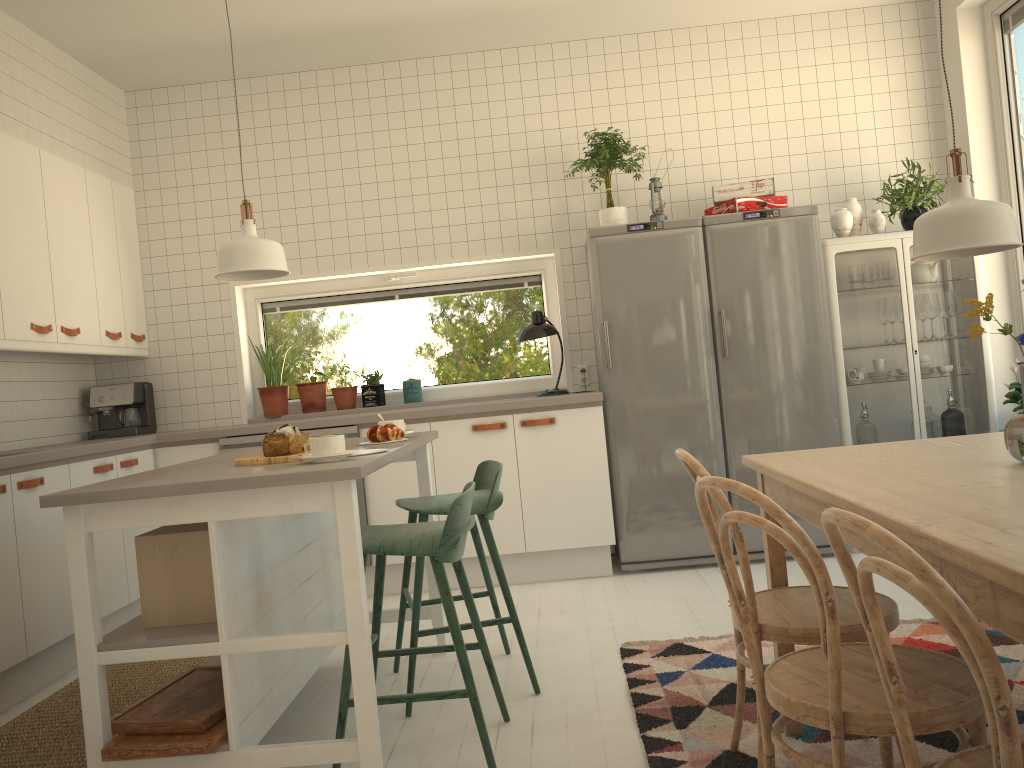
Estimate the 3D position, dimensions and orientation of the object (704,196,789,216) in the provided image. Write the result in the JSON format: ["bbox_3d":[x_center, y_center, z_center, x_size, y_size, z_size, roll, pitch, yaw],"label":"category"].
[{"bbox_3d":[1.228,-0.911,4.663,0.309,0.082,0.312,-6,0,-18],"label":"object"}]

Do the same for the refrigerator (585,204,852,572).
[{"bbox_3d":[1.051,0.041,4.679,1.146,1.778,0.559,-6,0,3],"label":"refrigerator"}]

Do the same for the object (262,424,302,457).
[{"bbox_3d":[-0.670,0.163,2.578,0.086,0.087,0.090,-6,0,10],"label":"object"}]

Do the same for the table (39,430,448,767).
[{"bbox_3d":[-0.681,0.659,2.847,0.794,0.864,1.424,-6,0,3],"label":"table"}]

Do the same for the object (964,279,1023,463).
[{"bbox_3d":[1.082,-0.030,1.846,0.145,0.388,0.206,-5,0,-35],"label":"object"}]

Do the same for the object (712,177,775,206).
[{"bbox_3d":[1.218,-0.993,4.667,0.312,0.082,0.308,-5,0,15],"label":"object"}]

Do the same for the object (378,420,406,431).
[{"bbox_3d":[-0.435,0.163,3.206,0.094,0.060,0.098,-6,0,0],"label":"object"}]

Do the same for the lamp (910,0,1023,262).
[{"bbox_3d":[0.958,-1.092,2.026,0.230,1.596,0.229,-5,0,-42],"label":"lamp"}]

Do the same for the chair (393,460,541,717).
[{"bbox_3d":[-0.207,0.666,3.087,0.446,0.752,0.485,-6,0,-12],"label":"chair"}]

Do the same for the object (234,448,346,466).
[{"bbox_3d":[-0.658,0.214,2.645,0.237,0.019,0.306,-5,0,19],"label":"object"}]

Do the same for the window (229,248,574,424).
[{"bbox_3d":[-0.630,-0.266,5.164,1.898,0.816,0.293,-6,0,3],"label":"window"}]

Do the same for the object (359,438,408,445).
[{"bbox_3d":[-0.437,0.197,3.025,0.167,0.005,0.167,-6,0,-2],"label":"object"}]

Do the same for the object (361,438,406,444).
[{"bbox_3d":[-0.438,0.195,3.029,0.122,0.005,0.120,-5,0,21],"label":"object"}]

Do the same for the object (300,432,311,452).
[{"bbox_3d":[-0.643,0.174,2.657,0.083,0.057,0.072,-6,0,9],"label":"object"}]

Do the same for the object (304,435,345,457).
[{"bbox_3d":[-0.501,0.171,2.401,0.098,0.064,0.094,-6,0,-39],"label":"object"}]

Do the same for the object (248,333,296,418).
[{"bbox_3d":[-1.372,-0.058,5.128,0.300,0.499,0.333,-6,0,-14],"label":"object"}]

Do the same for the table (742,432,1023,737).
[{"bbox_3d":[1.092,0.541,1.603,0.894,0.749,1.797,-6,0,3],"label":"table"}]

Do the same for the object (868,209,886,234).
[{"bbox_3d":[1.859,-0.823,4.518,0.082,0.126,0.082,-5,0,-25],"label":"object"}]

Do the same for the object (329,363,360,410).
[{"bbox_3d":[-0.953,0.014,5.100,0.194,0.277,0.176,-5,0,-30],"label":"object"}]

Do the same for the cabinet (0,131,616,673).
[{"bbox_3d":[-1.089,-0.121,2.623,2.853,2.160,4.844,-6,0,3],"label":"cabinet"}]

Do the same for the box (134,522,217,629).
[{"bbox_3d":[-0.851,0.508,2.493,0.237,0.242,0.357,-6,0,3],"label":"box"}]

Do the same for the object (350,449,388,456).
[{"bbox_3d":[-0.441,0.200,2.564,0.167,0.005,0.167,-6,0,-2],"label":"object"}]

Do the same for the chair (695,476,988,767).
[{"bbox_3d":[0.624,0.547,1.651,0.483,0.811,0.385,-6,0,-15],"label":"chair"}]

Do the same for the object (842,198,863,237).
[{"bbox_3d":[1.760,-0.854,4.586,0.102,0.206,0.102,-5,0,-13],"label":"object"}]

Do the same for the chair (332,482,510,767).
[{"bbox_3d":[-0.271,0.675,2.472,0.446,0.752,0.485,-6,0,2],"label":"chair"}]

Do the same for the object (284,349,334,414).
[{"bbox_3d":[-1.158,-0.016,5.133,0.258,0.370,0.234,-6,0,15],"label":"object"}]

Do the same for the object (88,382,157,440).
[{"bbox_3d":[-2.197,0.148,4.917,0.316,0.292,0.279,-6,0,4],"label":"object"}]

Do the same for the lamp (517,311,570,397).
[{"bbox_3d":[0.157,-0.167,4.820,0.239,0.465,0.262,-6,0,31],"label":"lamp"}]

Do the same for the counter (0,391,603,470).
[{"bbox_3d":[-1.049,0.275,2.622,2.856,0.163,4.844,-6,0,3],"label":"counter"}]

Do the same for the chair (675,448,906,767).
[{"bbox_3d":[0.680,0.539,2.159,0.483,0.811,0.385,-6,0,5],"label":"chair"}]

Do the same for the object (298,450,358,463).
[{"bbox_3d":[-0.496,0.199,2.402,0.160,0.020,0.160,-6,0,-32],"label":"object"}]

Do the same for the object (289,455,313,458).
[{"bbox_3d":[-0.555,0.196,2.418,0.027,0.011,0.132,-5,0,42],"label":"object"}]

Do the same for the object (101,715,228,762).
[{"bbox_3d":[-0.846,0.886,2.358,0.280,0.030,0.430,-6,0,3],"label":"object"}]

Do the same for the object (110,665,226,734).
[{"bbox_3d":[-0.863,0.857,2.434,0.280,0.030,0.430,-5,0,11],"label":"object"}]

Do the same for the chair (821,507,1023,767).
[{"bbox_3d":[0.693,0.543,1.145,0.483,0.811,0.385,-6,0,0],"label":"chair"}]

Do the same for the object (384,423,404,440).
[{"bbox_3d":[-0.409,0.165,3.048,0.060,0.059,0.074,-6,0,-28],"label":"object"}]

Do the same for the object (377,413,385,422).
[{"bbox_3d":[-0.454,0.148,3.220,0.102,0.086,0.028,-5,0,43],"label":"object"}]

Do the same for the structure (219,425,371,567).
[{"bbox_3d":[-1.081,0.595,4.785,0.705,0.710,0.704,-6,0,3],"label":"structure"}]

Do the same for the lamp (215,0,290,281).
[{"bbox_3d":[-0.889,-1.084,2.801,0.229,1.490,0.229,-6,0,3],"label":"lamp"}]

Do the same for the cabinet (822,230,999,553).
[{"bbox_3d":[2.036,0.023,4.642,0.789,1.592,0.453,-6,0,3],"label":"cabinet"}]

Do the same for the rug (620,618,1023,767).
[{"bbox_3d":[1.198,0.902,1.822,1.748,0.035,3.025,-6,0,3],"label":"rug"}]

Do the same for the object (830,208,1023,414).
[{"bbox_3d":[2.098,-0.321,4.302,0.943,1.208,0.261,-6,0,18],"label":"object"}]

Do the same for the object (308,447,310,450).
[{"bbox_3d":[-0.648,0.195,2.715,0.077,0.017,0.068,-5,0,11],"label":"object"}]

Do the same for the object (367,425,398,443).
[{"bbox_3d":[-0.453,0.169,3.017,0.131,0.060,0.070,-5,0,41],"label":"object"}]

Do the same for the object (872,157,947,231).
[{"bbox_3d":[2.080,-0.973,4.625,0.371,0.385,0.373,-6,0,21],"label":"object"}]

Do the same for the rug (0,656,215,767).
[{"bbox_3d":[-1.418,1.162,2.825,0.750,0.004,2.000,-6,0,3],"label":"rug"}]

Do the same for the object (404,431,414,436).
[{"bbox_3d":[-0.433,0.189,3.204,0.160,0.020,0.160,-6,0,-1],"label":"object"}]

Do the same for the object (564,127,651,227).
[{"bbox_3d":[0.513,-1.074,4.610,0.474,0.545,0.468,-6,0,16],"label":"object"}]

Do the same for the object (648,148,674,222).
[{"bbox_3d":[0.769,-1.017,4.603,0.163,0.383,0.154,-6,0,25],"label":"object"}]
